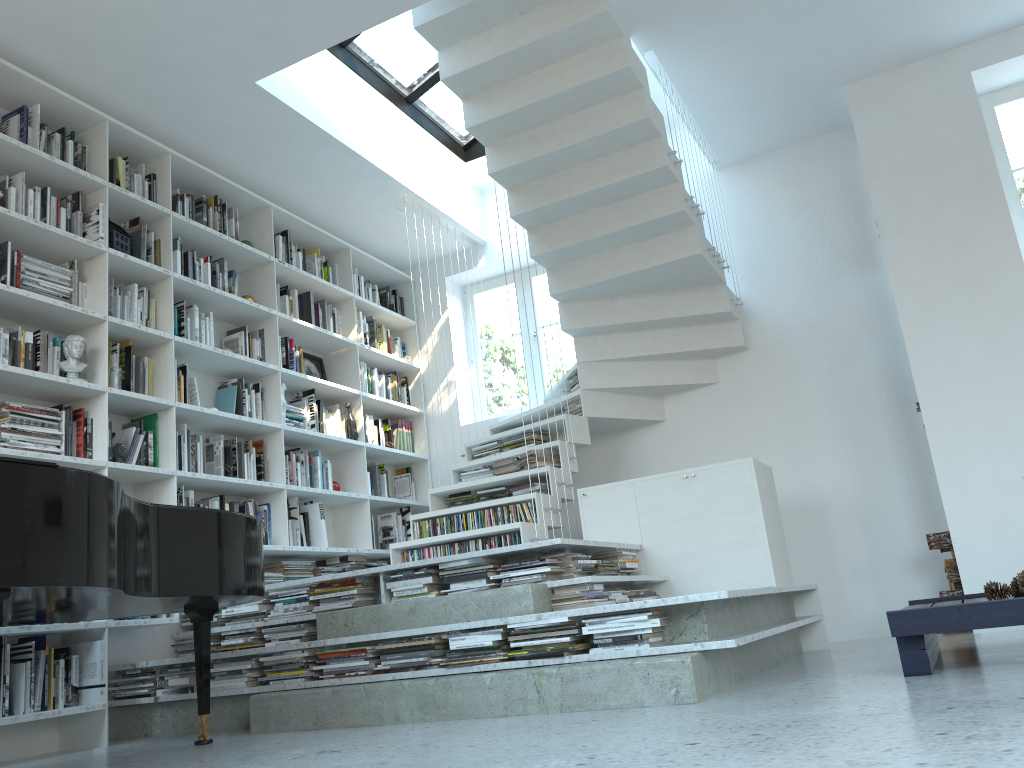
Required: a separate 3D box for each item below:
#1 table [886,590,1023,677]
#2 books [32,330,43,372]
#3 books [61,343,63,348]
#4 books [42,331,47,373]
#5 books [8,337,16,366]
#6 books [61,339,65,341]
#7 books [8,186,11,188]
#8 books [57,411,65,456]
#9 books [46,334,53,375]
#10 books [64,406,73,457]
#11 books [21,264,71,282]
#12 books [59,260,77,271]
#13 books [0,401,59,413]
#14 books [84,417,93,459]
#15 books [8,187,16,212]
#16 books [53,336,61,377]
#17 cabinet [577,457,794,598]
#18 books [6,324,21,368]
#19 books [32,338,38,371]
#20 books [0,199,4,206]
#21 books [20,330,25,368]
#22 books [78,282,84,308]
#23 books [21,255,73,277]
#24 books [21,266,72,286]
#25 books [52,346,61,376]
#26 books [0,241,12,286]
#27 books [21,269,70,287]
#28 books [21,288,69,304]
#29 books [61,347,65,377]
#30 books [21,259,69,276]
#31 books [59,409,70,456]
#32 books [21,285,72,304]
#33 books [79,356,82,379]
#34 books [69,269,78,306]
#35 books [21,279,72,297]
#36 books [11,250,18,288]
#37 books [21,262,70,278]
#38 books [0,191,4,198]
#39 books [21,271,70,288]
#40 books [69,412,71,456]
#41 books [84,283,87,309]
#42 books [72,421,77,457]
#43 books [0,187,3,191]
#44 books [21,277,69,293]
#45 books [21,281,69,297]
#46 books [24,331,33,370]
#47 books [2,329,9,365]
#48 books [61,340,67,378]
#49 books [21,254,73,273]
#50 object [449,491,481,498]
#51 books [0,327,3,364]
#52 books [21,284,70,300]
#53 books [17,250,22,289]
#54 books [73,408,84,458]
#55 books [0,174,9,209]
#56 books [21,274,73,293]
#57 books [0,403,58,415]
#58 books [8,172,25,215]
[{"bbox_3d":[2.069,0.827,3.153,1.259,0.217,1.272,-14,-17,24],"label":"table"},{"bbox_3d":[-2.266,-0.116,4.149,0.186,0.244,0.012,-14,-16,24],"label":"books"},{"bbox_3d":[-2.226,-0.073,4.316,0.103,0.241,0.021,-14,-16,24],"label":"books"},{"bbox_3d":[-2.263,-0.111,4.196,0.150,0.258,0.025,-14,-16,24],"label":"books"},{"bbox_3d":[-2.343,-0.108,4.058,0.146,0.198,0.050,-14,-16,24],"label":"books"},{"bbox_3d":[-2.200,-0.084,4.360,0.108,0.278,0.025,-13,-16,24],"label":"books"},{"bbox_3d":[-2.442,-0.824,4.238,0.128,0.223,0.024,-14,-16,24],"label":"books"},{"bbox_3d":[-2.175,0.265,4.200,0.161,0.253,0.012,-14,-16,24],"label":"books"},{"bbox_3d":[-2.251,-0.100,4.240,0.126,0.258,0.024,-14,-16,24],"label":"books"},{"bbox_3d":[-2.163,0.259,4.248,0.152,0.287,0.011,-14,-16,24],"label":"books"},{"bbox_3d":[-2.311,-0.519,4.308,0.161,0.012,0.254,-15,-17,29],"label":"books"},{"bbox_3d":[-2.239,-0.458,4.452,0.140,0.318,0.012,-14,-16,24],"label":"books"},{"bbox_3d":[-2.260,0.121,4.094,0.161,0.012,0.254,-15,-17,28],"label":"books"},{"bbox_3d":[-2.110,0.295,4.290,0.199,0.228,0.034,-14,-16,24],"label":"books"},{"bbox_3d":[-2.425,-0.818,4.200,0.193,0.187,0.025,-14,-16,24],"label":"books"},{"bbox_3d":[-2.233,-0.091,4.290,0.135,0.262,0.014,-14,-16,24],"label":"books"},{"bbox_3d":[0.953,0.852,4.930,0.994,0.666,0.552,-14,-16,24],"label":"cabinet"},{"bbox_3d":[-2.324,-0.132,4.090,0.161,0.258,0.014,-14,-16,24],"label":"books"},{"bbox_3d":[-2.282,-0.096,4.130,0.178,0.200,0.029,-14,-16,24],"label":"books"},{"bbox_3d":[-2.508,-0.852,4.051,0.159,0.024,0.285,-15,-17,29],"label":"books"},{"bbox_3d":[-2.314,-0.119,4.095,0.175,0.233,0.010,-14,-16,24],"label":"books"},{"bbox_3d":[-2.220,-0.397,4.454,0.172,0.198,0.030,-14,-16,24],"label":"books"},{"bbox_3d":[-2.315,-0.556,4.317,0.159,0.012,0.285,-12,-16,19],"label":"books"},{"bbox_3d":[-2.318,-0.505,4.309,0.159,0.012,0.285,-13,-17,23],"label":"books"},{"bbox_3d":[-2.233,-0.067,4.258,0.149,0.201,0.035,-14,-16,24],"label":"books"},{"bbox_3d":[-2.391,-0.509,4.104,0.192,0.268,0.021,-14,-16,24],"label":"books"},{"bbox_3d":[-2.314,-0.494,4.305,0.161,0.012,0.254,-14,-17,26],"label":"books"},{"bbox_3d":[-2.305,-0.401,4.281,0.161,0.012,0.254,-13,-17,23],"label":"books"},{"bbox_3d":[-2.220,-0.062,4.292,0.146,0.205,0.012,-14,-16,24],"label":"books"},{"bbox_3d":[-2.324,-0.542,4.319,0.161,0.012,0.254,-14,-17,24],"label":"books"},{"bbox_3d":[-2.168,0.263,4.210,0.184,0.260,0.011,-14,-16,24],"label":"books"},{"bbox_3d":[-2.302,-0.414,4.283,0.159,0.012,0.285,-13,-16,21],"label":"books"},{"bbox_3d":[-2.176,-0.077,4.369,0.154,0.265,0.014,-14,-16,24],"label":"books"},{"bbox_3d":[-2.227,-0.432,4.427,0.161,0.253,0.012,-14,-16,24],"label":"books"},{"bbox_3d":[-2.311,-0.447,4.293,0.159,0.012,0.285,-14,-17,25],"label":"books"},{"bbox_3d":[-2.377,-0.488,4.141,0.183,0.244,0.015,-14,-16,24],"label":"books"},{"bbox_3d":[-2.318,-0.531,4.314,0.161,0.012,0.254,-14,-17,26],"label":"books"},{"bbox_3d":[-2.520,-0.897,4.067,0.159,0.024,0.285,-14,-17,26],"label":"books"},{"bbox_3d":[-2.311,-0.483,4.301,0.161,0.012,0.254,-13,-16,21],"label":"books"},{"bbox_3d":[-2.167,0.272,4.234,0.163,0.255,0.013,-14,-16,24],"label":"books"},{"bbox_3d":[-2.212,-0.393,4.483,0.158,0.204,0.030,-14,-16,24],"label":"books"},{"bbox_3d":[-2.150,0.299,4.266,0.132,0.217,0.021,-14,-16,24],"label":"books"},{"bbox_3d":[-2.527,-0.919,4.075,0.159,0.024,0.285,-14,-17,24],"label":"books"},{"bbox_3d":[-2.312,-0.459,4.296,0.161,0.012,0.254,-14,-17,25],"label":"books"},{"bbox_3d":[-2.307,-0.436,4.290,0.161,0.012,0.254,-13,-16,22],"label":"books"},{"bbox_3d":[-2.295,-0.113,4.107,0.185,0.223,0.029,-14,-16,24],"label":"books"},{"bbox_3d":[-2.351,-0.125,4.020,0.169,0.214,0.030,-14,-16,24],"label":"books"},{"bbox_3d":[-2.201,-0.081,4.331,0.130,0.259,0.025,-14,-16,24],"label":"books"},{"bbox_3d":[-2.322,-0.566,4.323,0.159,0.012,0.285,-14,-17,26],"label":"books"},{"bbox_3d":[-0.289,0.705,5.620,0.174,0.025,0.161,-15,-17,28],"label":"object"},{"bbox_3d":[-2.363,-0.131,3.996,0.175,0.216,0.024,-14,-16,24],"label":"books"},{"bbox_3d":[-2.306,-0.425,4.287,0.161,0.012,0.254,-14,-17,26],"label":"books"},{"bbox_3d":[-2.360,-0.489,4.148,0.177,0.246,0.013,-14,-16,24],"label":"books"},{"bbox_3d":[-2.132,0.269,4.281,0.186,0.279,0.011,-14,-16,24],"label":"books"},{"bbox_3d":[-2.441,-0.852,4.194,0.161,0.253,0.012,-14,-16,24],"label":"books"},{"bbox_3d":[-2.309,-0.471,4.298,0.159,0.012,0.285,-15,-17,27],"label":"books"},{"bbox_3d":[-2.260,0.133,4.092,0.161,0.012,0.254,-13,-16,21],"label":"books"},{"bbox_3d":[-2.401,-0.859,4.244,0.190,0.283,0.011,-14,-16,24],"label":"books"}]
